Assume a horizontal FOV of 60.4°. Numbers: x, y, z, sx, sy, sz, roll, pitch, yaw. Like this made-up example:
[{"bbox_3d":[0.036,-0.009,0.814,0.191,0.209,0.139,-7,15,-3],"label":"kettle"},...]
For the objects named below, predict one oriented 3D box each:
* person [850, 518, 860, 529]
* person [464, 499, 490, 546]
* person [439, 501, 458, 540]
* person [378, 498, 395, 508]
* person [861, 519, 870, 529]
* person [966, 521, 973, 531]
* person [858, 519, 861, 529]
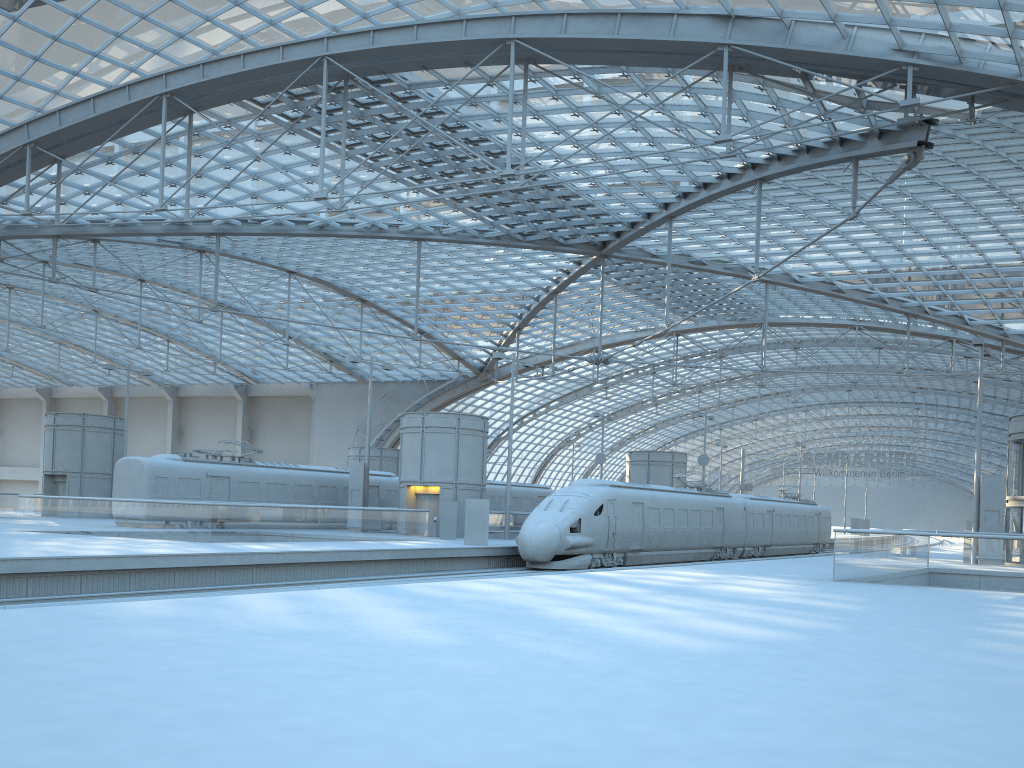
[{"bbox_3d":[37.238,15.506,95.643,0.899,1.798,0.001,1,-1,28],"label":"person"},{"bbox_3d":[-1.243,4.980,31.561,0.874,1.704,0.001,2,-1,7],"label":"person"},{"bbox_3d":[-2.581,5.593,35.900,0.710,1.611,0.001,2,-1,12],"label":"person"},{"bbox_3d":[-6.363,6.632,44.491,0.827,1.731,0.001,2,-1,7],"label":"person"},{"bbox_3d":[35.265,14.371,87.647,0.826,1.731,0.001,1,-1,33],"label":"person"},{"bbox_3d":[33.660,10.923,64.224,0.001,1.797,0.901,3,-2,-31],"label":"person"},{"bbox_3d":[36.407,14.898,91.145,0.874,1.704,0.001,1,-1,33],"label":"person"}]
